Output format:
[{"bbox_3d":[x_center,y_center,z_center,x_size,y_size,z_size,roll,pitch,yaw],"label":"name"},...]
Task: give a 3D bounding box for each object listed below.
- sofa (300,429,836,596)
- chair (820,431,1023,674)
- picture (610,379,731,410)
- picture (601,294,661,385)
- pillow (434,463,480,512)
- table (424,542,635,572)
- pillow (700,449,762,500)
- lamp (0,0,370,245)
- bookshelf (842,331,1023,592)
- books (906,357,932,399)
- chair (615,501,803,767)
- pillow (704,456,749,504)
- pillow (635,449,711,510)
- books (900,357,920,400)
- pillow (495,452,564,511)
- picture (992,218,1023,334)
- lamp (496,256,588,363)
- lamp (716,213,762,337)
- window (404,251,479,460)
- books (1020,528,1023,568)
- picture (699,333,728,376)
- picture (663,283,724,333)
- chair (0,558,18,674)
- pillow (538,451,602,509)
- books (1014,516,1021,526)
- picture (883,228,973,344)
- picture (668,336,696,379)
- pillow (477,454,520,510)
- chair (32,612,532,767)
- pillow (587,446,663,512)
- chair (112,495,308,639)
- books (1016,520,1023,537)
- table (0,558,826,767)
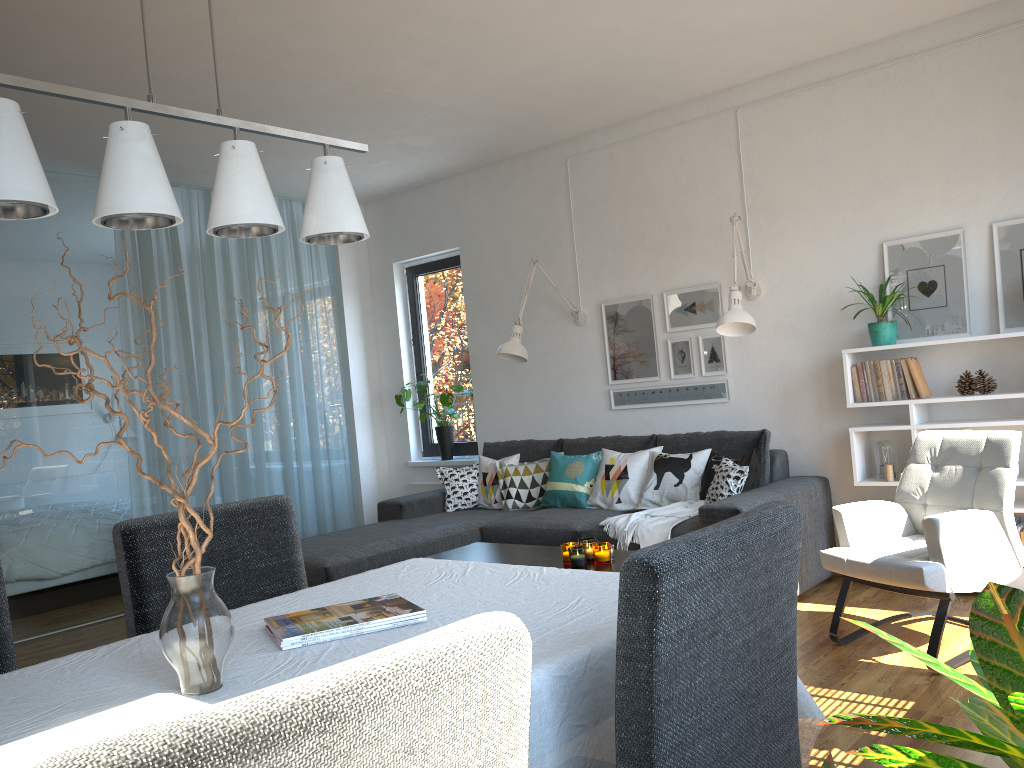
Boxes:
[{"bbox_3d":[0.090,0.785,4.788,2.510,0.848,2.162,-6,0,41],"label":"sofa"},{"bbox_3d":[1.682,0.634,3.580,0.684,0.832,0.545,-5,0,-25],"label":"chair"},{"bbox_3d":[0.963,0.067,5.476,0.837,0.136,0.021,-6,0,41],"label":"picture"},{"bbox_3d":[0.754,-0.276,5.618,0.390,0.534,0.013,-5,0,41],"label":"picture"},{"bbox_3d":[-0.317,0.677,5.766,0.334,0.320,0.160,-5,0,-14],"label":"pillow"},{"bbox_3d":[0.097,0.988,3.988,1.180,0.409,0.569,-6,0,41],"label":"table"},{"bbox_3d":[1.175,0.519,4.712,0.234,0.358,0.450,-5,0,-23],"label":"pillow"},{"bbox_3d":[-0.575,-0.895,1.446,0.131,1.284,0.759,-5,0,41],"label":"lamp"},{"bbox_3d":[2.260,0.372,4.221,1.190,1.200,0.237,-5,0,41],"label":"bookshelf"},{"bbox_3d":[2.012,-0.031,4.383,0.070,0.204,0.132,-5,0,41],"label":"books"},{"bbox_3d":[0.177,0.697,1.450,0.545,0.960,0.461,-5,0,41],"label":"chair"},{"bbox_3d":[1.103,0.541,4.539,0.169,0.312,0.358,-5,0,-9],"label":"pillow"},{"bbox_3d":[0.896,0.534,4.918,0.382,0.318,0.265,-5,0,41],"label":"pillow"},{"bbox_3d":[1.990,-0.029,4.407,0.061,0.211,0.128,-5,0,41],"label":"books"},{"bbox_3d":[0.131,0.626,5.593,0.454,0.363,0.242,-5,0,7],"label":"pillow"},{"bbox_3d":[2.466,-0.519,4.116,0.390,0.532,0.059,-5,0,41],"label":"picture"},{"bbox_3d":[0.165,-0.480,5.683,0.697,0.670,0.200,-5,0,-40],"label":"lamp"},{"bbox_3d":[1.249,-0.589,4.751,0.200,0.670,0.697,-5,0,31],"label":"lamp"},{"bbox_3d":[3.976,1.664,20.019,24.358,18.372,13.985,-5,0,-43],"label":"window"},{"bbox_3d":[2.384,0.753,4.110,0.014,0.169,0.156,-5,0,41],"label":"books"},{"bbox_3d":[1.196,-0.175,5.256,0.166,0.248,0.021,-5,0,41],"label":"picture"},{"bbox_3d":[1.093,-0.454,5.320,0.390,0.248,0.021,-6,0,41],"label":"picture"},{"bbox_3d":[-1.024,0.811,1.556,0.545,0.960,0.461,-5,0,41],"label":"chair"},{"bbox_3d":[0.371,0.576,5.373,0.414,0.340,0.272,-5,0,40],"label":"pillow"},{"bbox_3d":[2.331,0.739,4.155,0.092,0.217,0.190,-5,0,41],"label":"books"},{"bbox_3d":[2.081,-0.480,4.447,0.390,0.532,0.059,-5,0,41],"label":"picture"},{"bbox_3d":[1.035,-0.159,5.395,0.166,0.248,0.021,-5,0,41],"label":"picture"},{"bbox_3d":[-0.096,0.629,5.691,0.360,0.344,0.172,-5,0,40],"label":"pillow"},{"bbox_3d":[-0.278,0.736,0.915,0.461,0.960,0.545,-6,0,-44],"label":"chair"},{"bbox_3d":[0.640,0.565,5.147,0.437,0.368,0.285,-5,0,40],"label":"pillow"},{"bbox_3d":[-0.568,0.772,2.090,0.461,0.960,0.545,-6,0,-44],"label":"chair"},{"bbox_3d":[2.387,0.744,4.139,0.018,0.186,0.196,-5,0,41],"label":"books"},{"bbox_3d":[-0.394,0.850,1.470,1.236,0.763,1.855,-6,0,41],"label":"table"}]
